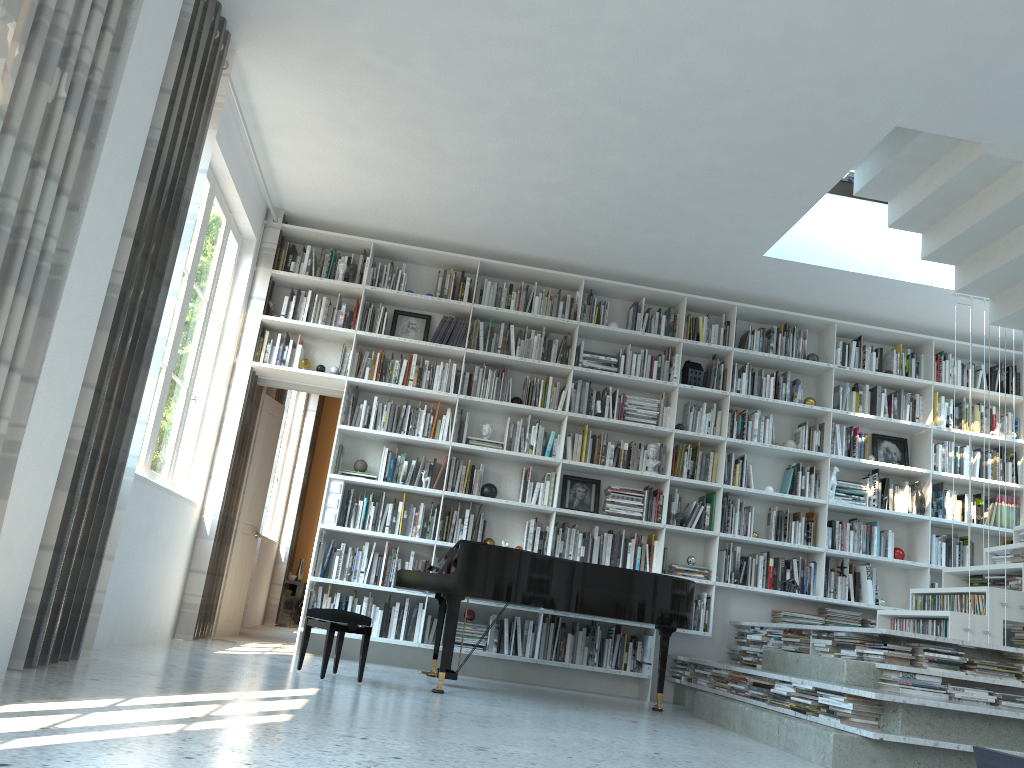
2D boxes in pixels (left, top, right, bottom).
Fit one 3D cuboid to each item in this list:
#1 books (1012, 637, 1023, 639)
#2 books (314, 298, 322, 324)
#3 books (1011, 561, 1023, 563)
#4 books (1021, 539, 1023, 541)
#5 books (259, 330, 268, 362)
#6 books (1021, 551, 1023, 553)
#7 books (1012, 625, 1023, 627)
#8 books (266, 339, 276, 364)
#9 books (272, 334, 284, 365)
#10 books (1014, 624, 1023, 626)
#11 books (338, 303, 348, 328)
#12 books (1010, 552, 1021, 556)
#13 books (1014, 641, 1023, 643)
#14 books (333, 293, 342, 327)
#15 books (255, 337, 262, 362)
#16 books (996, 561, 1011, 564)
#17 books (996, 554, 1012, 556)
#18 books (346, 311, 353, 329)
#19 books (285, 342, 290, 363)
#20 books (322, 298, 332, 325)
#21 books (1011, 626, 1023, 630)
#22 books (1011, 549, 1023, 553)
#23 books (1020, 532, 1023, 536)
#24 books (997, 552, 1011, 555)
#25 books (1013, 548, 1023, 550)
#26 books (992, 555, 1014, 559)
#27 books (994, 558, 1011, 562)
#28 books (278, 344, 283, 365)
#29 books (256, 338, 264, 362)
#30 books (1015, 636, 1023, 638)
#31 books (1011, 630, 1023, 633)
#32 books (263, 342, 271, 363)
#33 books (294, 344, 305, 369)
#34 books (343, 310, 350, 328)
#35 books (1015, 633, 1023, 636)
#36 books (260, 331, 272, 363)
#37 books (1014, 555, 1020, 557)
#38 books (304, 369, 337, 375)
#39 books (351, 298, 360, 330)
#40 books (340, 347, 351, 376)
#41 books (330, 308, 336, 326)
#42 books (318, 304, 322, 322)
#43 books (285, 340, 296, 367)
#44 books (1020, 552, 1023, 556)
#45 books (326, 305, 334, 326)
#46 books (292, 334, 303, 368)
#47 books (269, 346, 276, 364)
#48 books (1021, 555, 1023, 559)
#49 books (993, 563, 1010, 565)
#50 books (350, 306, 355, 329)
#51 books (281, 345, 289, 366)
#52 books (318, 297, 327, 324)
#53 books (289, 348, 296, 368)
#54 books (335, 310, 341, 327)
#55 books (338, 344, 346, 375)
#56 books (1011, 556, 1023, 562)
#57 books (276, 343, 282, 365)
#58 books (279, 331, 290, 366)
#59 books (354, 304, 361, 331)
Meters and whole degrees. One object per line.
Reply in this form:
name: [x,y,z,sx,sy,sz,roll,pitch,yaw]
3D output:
books: [3.841,1.892,6.549,0.231,0.008,0.136,8,-15,-2]
books: [-1.507,-0.527,6.902,0.021,0.243,0.174,9,-14,-5]
books: [3.388,1.168,5.764,0.188,0.005,0.182,9,-15,-5]
books: [3.635,1.072,6.080,0.171,0.011,0.232,6,-15,6]
books: [-1.905,-0.255,6.815,0.013,0.302,0.135,9,-14,-5]
books: [3.345,1.065,5.531,0.295,0.007,0.146,0,-17,29]
books: [3.854,1.806,6.555,0.224,0.010,0.162,10,-15,-9]
books: [-1.846,-0.211,6.788,0.010,0.219,0.181,9,-14,-5]
books: [-1.798,-0.231,6.807,0.022,0.281,0.157,9,-14,-5]
books: [3.855,1.798,6.563,0.196,0.010,0.160,10,-15,-7]
books: [-1.319,-0.491,6.910,0.029,0.228,0.191,9,-14,-5]
books: [3.395,1.117,5.786,0.218,0.012,0.156,5,-15,11]
books: [3.838,1.916,6.534,0.198,0.014,0.160,9,-15,-6]
books: [-1.366,-0.533,6.921,0.012,0.302,0.189,9,-14,-5]
books: [-1.933,-0.229,6.780,0.013,0.227,0.179,9,-14,-5]
books: [3.445,1.226,6.048,0.143,0.019,0.231,9,-15,-6]
books: [3.440,1.182,6.058,0.157,0.014,0.180,10,-15,-9]
books: [-1.268,-0.459,6.923,0.026,0.187,0.154,9,-14,-5]
books: [-1.715,-0.195,6.807,0.010,0.233,0.165,9,-14,-5]
books: [-1.446,-0.521,6.906,0.030,0.250,0.166,9,-14,-5]
books: [3.850,1.825,6.566,0.258,0.022,0.129,10,-15,-9]
books: [3.397,1.103,5.791,0.166,0.017,0.191,9,-15,-2]
books: [3.637,1.030,6.091,0.190,0.015,0.231,6,-15,9]
books: [3.445,1.169,6.062,0.157,0.014,0.181,10,-15,-7]
books: [3.398,1.092,5.800,0.155,0.009,0.155,9,-15,-5]
books: [3.428,1.192,6.054,0.173,0.011,0.204,10,-15,-10]
books: [3.442,1.208,6.052,0.149,0.016,0.240,10,-15,-7]
books: [-1.763,-0.189,6.797,0.011,0.205,0.163,9,-14,-5]
books: [-1.921,-0.224,6.782,0.013,0.221,0.163,9,-14,-5]
books: [3.842,1.882,6.553,0.184,0.013,0.135,10,-15,-8]
books: [3.849,1.842,6.547,0.242,0.013,0.167,10,-15,-7]
books: [-1.867,-0.201,6.791,0.029,0.196,0.161,9,-14,-5]
books: [-1.632,-0.174,6.794,0.029,0.210,0.187,9,-14,-5]
books: [-1.296,-0.463,6.936,0.029,0.195,0.146,9,-14,-5]
books: [3.844,1.864,6.560,0.177,0.025,0.131,8,-15,-2]
books: [-1.886,-0.247,6.791,0.023,0.281,0.171,9,-14,-5]
books: [3.392,1.133,5.802,0.159,0.012,0.129,5,-15,10]
books: [-1.483,-0.071,6.811,0.285,0.012,0.160,9,-15,-3]
books: [-1.228,-0.504,6.941,0.014,0.293,0.173,9,-14,-5]
books: [-1.289,-0.138,6.864,0.044,0.268,0.134,9,-14,-5]
books: [-1.396,-0.480,6.930,0.029,0.197,0.144,9,-14,-5]
books: [-1.496,-0.511,6.930,0.011,0.230,0.135,9,-14,-5]
books: [-1.696,-0.199,6.785,0.021,0.236,0.189,9,-14,-5]
books: [3.344,1.072,5.530,0.295,0.007,0.146,1,-16,25]
books: [-1.422,-0.494,6.921,0.028,0.211,0.139,9,-14,-5]
books: [-1.649,-0.216,6.816,0.013,0.298,0.179,9,-14,-5]
books: [-1.832,-0.185,6.809,0.029,0.184,0.135,9,-14,-5]
books: [3.342,1.089,5.525,0.295,0.006,0.147,0,-17,29]
books: [3.441,1.240,6.044,0.145,0.012,0.297,9,-15,-6]
books: [-1.247,-0.475,6.944,0.014,0.235,0.144,9,-14,-5]
books: [-1.734,-0.179,6.794,0.024,0.192,0.181,9,-14,-5]
books: [-1.472,-0.530,6.905,0.025,0.260,0.167,9,-14,-5]
books: [-1.679,-0.164,6.821,0.029,0.191,0.135,9,-14,-5]
books: [-1.354,-0.468,6.923,0.031,0.182,0.151,9,-14,-5]
books: [-1.314,-0.155,6.843,0.012,0.284,0.160,9,-14,-5]
books: [3.391,1.148,5.765,0.178,0.035,0.222,8,-15,0]
books: [-1.782,-0.191,6.817,0.023,0.213,0.141,9,-14,-5]
books: [-1.743,-0.235,6.792,0.013,0.296,0.187,9,-14,-5]
books: [-1.206,-0.484,6.955,0.037,0.268,0.113,9,-14,-5]
